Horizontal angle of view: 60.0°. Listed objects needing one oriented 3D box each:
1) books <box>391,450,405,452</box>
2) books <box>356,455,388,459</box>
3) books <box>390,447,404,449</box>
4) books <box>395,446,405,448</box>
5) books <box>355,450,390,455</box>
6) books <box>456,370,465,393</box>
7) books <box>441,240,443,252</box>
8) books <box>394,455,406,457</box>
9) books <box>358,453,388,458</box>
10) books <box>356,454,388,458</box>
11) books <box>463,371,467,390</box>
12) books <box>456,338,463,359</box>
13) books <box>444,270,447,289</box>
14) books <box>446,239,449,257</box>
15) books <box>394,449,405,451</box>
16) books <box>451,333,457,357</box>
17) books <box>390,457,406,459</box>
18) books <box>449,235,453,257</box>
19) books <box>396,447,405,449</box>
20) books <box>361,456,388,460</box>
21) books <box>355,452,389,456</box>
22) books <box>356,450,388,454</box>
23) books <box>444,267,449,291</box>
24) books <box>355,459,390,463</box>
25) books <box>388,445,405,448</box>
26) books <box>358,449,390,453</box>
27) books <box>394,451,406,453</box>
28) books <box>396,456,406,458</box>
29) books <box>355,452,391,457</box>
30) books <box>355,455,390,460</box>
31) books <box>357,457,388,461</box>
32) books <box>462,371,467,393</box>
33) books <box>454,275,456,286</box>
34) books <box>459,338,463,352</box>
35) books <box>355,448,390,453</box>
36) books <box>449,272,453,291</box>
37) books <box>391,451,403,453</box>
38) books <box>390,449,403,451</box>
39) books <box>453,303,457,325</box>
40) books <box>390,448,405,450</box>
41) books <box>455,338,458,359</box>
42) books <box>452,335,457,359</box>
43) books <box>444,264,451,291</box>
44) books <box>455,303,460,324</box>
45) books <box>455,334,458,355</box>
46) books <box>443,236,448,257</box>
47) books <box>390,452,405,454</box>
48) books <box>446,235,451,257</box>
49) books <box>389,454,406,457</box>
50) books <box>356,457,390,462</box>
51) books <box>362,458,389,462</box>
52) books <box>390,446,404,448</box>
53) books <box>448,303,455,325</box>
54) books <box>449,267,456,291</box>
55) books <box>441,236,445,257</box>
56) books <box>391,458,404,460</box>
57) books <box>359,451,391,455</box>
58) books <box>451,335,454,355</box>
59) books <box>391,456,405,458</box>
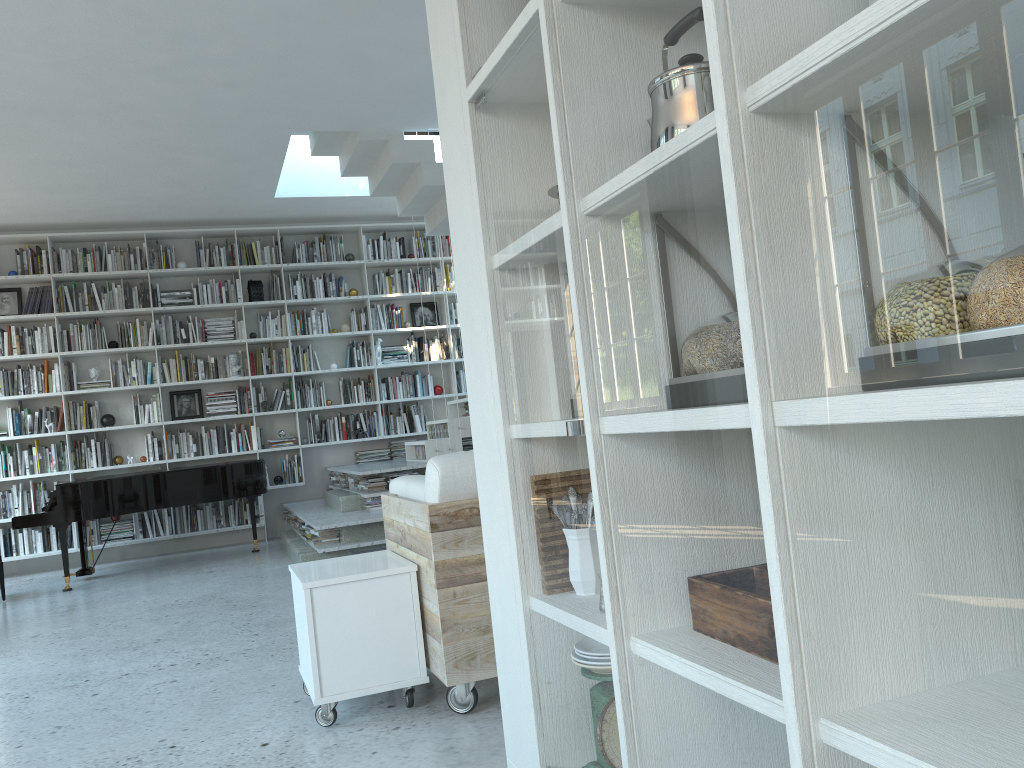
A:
[{"bbox_3d":[-1.156,0.705,9.432,0.285,0.007,0.159,-5,-2,-24],"label":"books"},{"bbox_3d":[-1.467,0.765,9.320,0.308,0.008,0.195,-5,-2,-24],"label":"books"},{"bbox_3d":[-1.164,0.674,9.439,0.285,0.005,0.159,-5,-2,-21],"label":"books"},{"bbox_3d":[-1.165,0.668,9.441,0.254,0.006,0.161,-5,-2,-20],"label":"books"},{"bbox_3d":[-1.472,0.721,9.330,0.345,0.007,0.193,-6,-2,-17],"label":"books"},{"bbox_3d":[-0.564,-0.019,9.675,0.024,0.252,0.175,-6,-2,-19],"label":"books"},{"bbox_3d":[-0.791,-1.458,9.712,0.027,0.224,0.135,-6,-2,-19],"label":"books"},{"bbox_3d":[-1.154,0.760,9.439,0.254,0.007,0.161,-5,-2,-18],"label":"books"},{"bbox_3d":[-1.466,0.750,9.322,0.308,0.008,0.195,-6,-2,-14],"label":"books"},{"bbox_3d":[-1.472,0.758,9.333,0.308,0.008,0.195,-5,-2,-19],"label":"books"},{"bbox_3d":[-0.510,-0.019,9.703,0.022,0.242,0.151,-6,-2,-19],"label":"books"},{"bbox_3d":[-0.585,-0.377,9.718,0.066,0.236,0.144,-6,-2,-19],"label":"books"},{"bbox_3d":[-0.751,-1.105,9.614,0.027,0.241,0.162,-6,-2,-19],"label":"books"},{"bbox_3d":[-0.726,-1.464,9.733,0.025,0.223,0.137,-6,-2,-19],"label":"books"},{"bbox_3d":[-1.159,0.699,9.441,0.254,0.007,0.161,-5,-2,-18],"label":"books"},{"bbox_3d":[-0.640,-0.401,9.690,0.010,0.293,0.164,-6,-2,-19],"label":"books"},{"bbox_3d":[-1.153,0.781,9.441,0.285,0.007,0.159,-5,-2,-19],"label":"books"},{"bbox_3d":[-0.689,-1.491,9.718,0.012,0.269,0.184,-6,-2,-19],"label":"books"},{"bbox_3d":[-1.165,0.679,9.443,0.254,0.006,0.161,-5,-2,-19],"label":"books"},{"bbox_3d":[-1.470,0.781,9.327,0.308,0.008,0.195,-6,-2,-17],"label":"books"},{"bbox_3d":[-1.471,0.735,9.330,0.345,0.007,0.193,-6,-2,-17],"label":"books"},{"bbox_3d":[-1.473,0.713,9.330,0.308,0.008,0.195,-6,-2,-17],"label":"books"},{"bbox_3d":[-0.732,-1.133,9.633,0.036,0.293,0.135,-6,-2,-19],"label":"books"},{"bbox_3d":[-1.465,0.810,9.321,0.345,0.007,0.193,-6,-2,-15],"label":"books"},{"bbox_3d":[-1.167,0.658,9.442,0.285,0.005,0.159,-5,-2,-20],"label":"books"},{"bbox_3d":[-1.474,0.706,9.330,0.345,0.007,0.193,-5,-2,-21],"label":"books"},{"bbox_3d":[-1.155,0.719,9.434,0.285,0.007,0.159,-5,-2,-23],"label":"books"},{"bbox_3d":[-1.151,0.774,9.433,0.254,0.007,0.161,-6,-2,-15],"label":"books"},{"bbox_3d":[-1.469,0.743,9.327,0.345,0.007,0.193,-5,-2,-22],"label":"books"},{"bbox_3d":[-1.469,0.773,9.328,0.345,0.007,0.193,-5,-2,-21],"label":"books"},{"bbox_3d":[-1.467,0.788,9.322,0.308,0.008,0.195,-6,-2,-15],"label":"books"},{"bbox_3d":[-0.537,-0.013,9.692,0.037,0.236,0.153,-6,-2,-19],"label":"books"},{"bbox_3d":[-0.625,-1.109,9.647,0.049,0.223,0.161,-6,-2,-19],"label":"books"},{"bbox_3d":[-0.535,-0.386,9.706,0.022,0.243,0.171,-6,-2,-19],"label":"books"},{"bbox_3d":[-1.475,0.698,9.331,0.345,0.007,0.193,-6,-2,-17],"label":"books"},{"bbox_3d":[-0.682,-1.094,9.623,0.024,0.205,0.166,-6,-2,-19],"label":"books"},{"bbox_3d":[-1.158,0.712,9.441,0.254,0.007,0.161,-5,-2,-18],"label":"books"},{"bbox_3d":[-1.160,0.692,9.442,0.285,0.007,0.159,-5,-2,-18],"label":"books"},{"bbox_3d":[-0.644,-0.748,9.715,0.026,0.250,0.161,-6,-2,-19],"label":"books"},{"bbox_3d":[-1.162,0.685,9.444,0.285,0.007,0.159,-5,-2,-19],"label":"books"},{"bbox_3d":[-0.627,-0.375,9.693,0.010,0.238,0.147,-6,-2,-19],"label":"books"},{"bbox_3d":[-0.650,-0.393,9.670,0.025,0.277,0.160,-6,-2,-19],"label":"books"},{"bbox_3d":[-0.702,-1.137,9.618,0.010,0.294,0.183,-6,-2,-19],"label":"books"},{"bbox_3d":[-0.611,-0.751,9.696,0.023,0.247,0.182,-6,-2,-19],"label":"books"},{"bbox_3d":[-0.624,-0.395,9.706,0.010,0.279,0.147,-6,-2,-19],"label":"books"},{"bbox_3d":[-0.747,-1.488,9.715,0.022,0.275,0.160,-6,-2,-19],"label":"books"},{"bbox_3d":[-1.154,0.726,9.434,0.254,0.007,0.161,-5,-2,-23],"label":"books"},{"bbox_3d":[-0.707,-1.498,9.726,0.013,0.286,0.150,-6,-2,-19],"label":"books"},{"bbox_3d":[-1.153,0.753,9.433,0.285,0.007,0.159,-5,-2,-23],"label":"books"},{"bbox_3d":[-1.465,0.795,9.318,0.345,0.007,0.193,-6,-2,-14],"label":"books"},{"bbox_3d":[-1.466,0.803,9.321,0.308,0.008,0.195,-5,-2,-23],"label":"books"},{"bbox_3d":[-1.166,0.663,9.442,0.285,0.005,0.159,-5,-2,-18],"label":"books"},{"bbox_3d":[-0.658,-0.750,9.696,0.012,0.254,0.161,-6,-2,-19],"label":"books"},{"bbox_3d":[-0.659,-1.126,9.624,0.026,0.263,0.189,-6,-2,-19],"label":"books"},{"bbox_3d":[-0.770,-1.506,9.695,0.011,0.313,0.172,-6,-2,-19],"label":"books"},{"bbox_3d":[-1.150,0.788,9.434,0.254,0.007,0.161,-6,-2,-16],"label":"books"},{"bbox_3d":[-1.468,0.727,9.322,0.345,0.007,0.193,-5,-2,-24],"label":"books"},{"bbox_3d":[-0.675,-0.388,9.663,0.026,0.273,0.158,-6,-2,-19],"label":"books"},{"bbox_3d":[-1.154,0.767,9.441,0.254,0.007,0.161,-5,-2,-19],"label":"books"}]
